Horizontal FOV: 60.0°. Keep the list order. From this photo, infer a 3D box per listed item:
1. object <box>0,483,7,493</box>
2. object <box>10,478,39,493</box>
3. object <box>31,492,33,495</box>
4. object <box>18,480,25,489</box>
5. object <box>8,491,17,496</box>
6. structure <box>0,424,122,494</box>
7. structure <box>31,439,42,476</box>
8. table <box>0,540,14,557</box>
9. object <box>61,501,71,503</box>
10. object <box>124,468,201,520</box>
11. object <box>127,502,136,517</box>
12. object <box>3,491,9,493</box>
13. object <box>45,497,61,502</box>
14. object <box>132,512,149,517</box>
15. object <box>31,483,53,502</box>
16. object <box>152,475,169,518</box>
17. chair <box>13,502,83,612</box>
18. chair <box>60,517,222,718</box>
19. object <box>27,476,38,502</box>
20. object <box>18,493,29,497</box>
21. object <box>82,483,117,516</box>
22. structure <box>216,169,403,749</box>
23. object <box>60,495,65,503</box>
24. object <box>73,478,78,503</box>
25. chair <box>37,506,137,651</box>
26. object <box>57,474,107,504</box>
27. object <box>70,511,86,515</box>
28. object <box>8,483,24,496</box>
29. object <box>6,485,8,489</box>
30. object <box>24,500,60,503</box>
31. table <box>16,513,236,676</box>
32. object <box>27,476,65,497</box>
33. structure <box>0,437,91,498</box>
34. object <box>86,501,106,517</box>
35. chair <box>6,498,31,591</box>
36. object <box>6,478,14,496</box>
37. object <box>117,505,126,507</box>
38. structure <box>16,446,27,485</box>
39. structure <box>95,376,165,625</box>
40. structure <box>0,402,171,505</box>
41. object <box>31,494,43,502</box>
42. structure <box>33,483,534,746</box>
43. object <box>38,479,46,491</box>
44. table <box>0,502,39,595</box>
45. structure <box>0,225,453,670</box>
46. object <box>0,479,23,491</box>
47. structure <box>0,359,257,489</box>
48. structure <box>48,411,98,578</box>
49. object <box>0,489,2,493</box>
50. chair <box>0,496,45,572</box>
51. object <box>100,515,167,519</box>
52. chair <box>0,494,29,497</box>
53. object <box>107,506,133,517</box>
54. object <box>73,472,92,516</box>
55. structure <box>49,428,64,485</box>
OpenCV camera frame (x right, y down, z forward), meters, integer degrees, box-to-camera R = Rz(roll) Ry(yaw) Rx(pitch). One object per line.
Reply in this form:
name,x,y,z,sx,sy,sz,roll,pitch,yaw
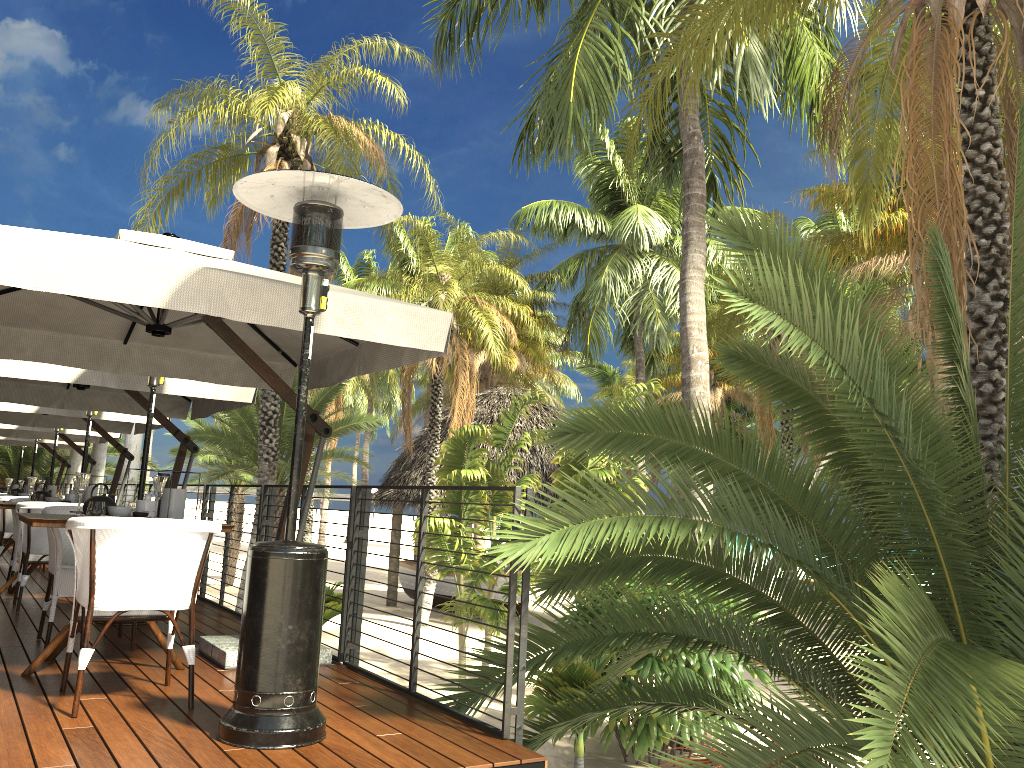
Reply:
object,-7.551,1.552,13.114,0.163,0.179,0.167,8,-10,-30
object,-7.293,1.546,13.276,0.263,0.265,0.263,1,-9,13
object,-5.689,1.325,10.551,0.086,0.086,0.086,7,-10,-27
object,-7.222,1.530,13.030,0.082,0.227,0.082,8,-11,-31
object,-5.675,1.257,10.071,0.086,0.086,0.086,7,-10,-27
structure,-7.386,1.258,13.290,2.410,2.340,2.409,8,-10,-31
structure,-7.995,1.505,14.777,0.698,2.199,0.698,12,-13,-43
table,-5.665,1.707,10.251,0.930,0.751,0.930,8,-10,-31
object,-3.705,0.990,7.358,0.080,0.042,0.080,10,-11,-40
object,-1.873,0.597,4.754,0.263,0.265,0.263,1,-9,13
object,-2.066,0.691,4.855,0.086,0.086,0.086,7,-10,-27
object,-7.388,1.597,12.967,0.116,0.065,0.116,8,-10,-33
object,-3.788,0.967,7.307,0.116,0.065,0.116,7,-9,-27
object,-1.885,0.672,4.497,0.080,0.042,0.080,10,-11,-40
object,-3.947,0.922,7.453,0.167,0.179,0.163,9,-10,-33
object,-1.802,0.580,4.509,0.082,0.227,0.082,8,-11,-31
chair,-3.454,1.294,6.724,0.627,0.790,0.615,8,-10,-30
chair,-1.638,0.976,3.870,0.627,0.790,0.615,8,-10,-30
object,-4.127,0.907,7.604,0.082,0.227,0.082,8,-11,-31
object,-5.591,1.283,10.141,0.116,0.065,0.116,8,-10,-33
object,-2.127,0.603,4.592,0.167,0.179,0.163,9,-10,-33
structure,-0.860,0.256,3.559,0.698,2.199,0.698,12,-13,-43
object,-3.886,1.010,7.716,0.086,0.086,0.086,7,-10,-27
object,-3.622,0.899,7.369,0.082,0.227,0.082,8,-11,-31
chair,-2.472,1.129,5.226,0.627,0.790,0.615,8,-10,-30
object,-3.693,0.916,7.615,0.263,0.265,0.263,1,-9,13
object,-2.273,0.716,4.883,0.294,0.025,0.170,8,-10,-31
object,-5.753,1.237,10.288,0.163,0.179,0.167,8,-10,-30
object,-9.043,1.849,15.894,0.082,0.227,0.082,8,-11,-31
object,-4.093,1.035,7.743,0.294,0.025,0.170,8,-10,-31
table,-2.052,1.074,4.571,0.930,0.751,0.930,8,-10,-31
object,-5.496,1.231,10.450,0.263,0.265,0.263,1,-9,13
structure,-9.187,1.573,16.123,2.410,2.340,2.409,8,-10,-31
object,-2.052,0.623,4.376,0.086,0.086,0.086,7,-10,-27
chair,-4.262,1.442,8.040,0.627,0.790,0.615,8,-10,-30
object,-5.930,1.223,10.438,0.082,0.227,0.082,11,-12,-42
object,-2.148,0.687,4.779,0.116,0.065,0.116,7,-9,-27
structure,-9.781,1.818,17.584,0.698,2.199,0.698,12,-13,-43
structure,-2.624,0.565,6.332,0.698,2.199,0.698,12,-13,-43
structure,-5.585,0.942,10.458,2.410,2.340,2.409,8,-10,-31
object,-3.872,0.942,7.237,0.086,0.086,0.086,7,-10,-27
structure,-7.010,2.218,14.566,0.163,1.157,26.223,9,-10,-31
object,-5.425,1.215,10.204,0.082,0.227,0.082,8,-11,-31
table,-3.858,1.391,7.411,0.930,0.751,0.930,8,-10,-31
structure,-1.982,0.311,4.793,2.410,2.340,2.409,8,-10,-31
object,-9.115,1.865,16.139,0.263,0.265,0.263,1,-9,13
structure,-3.783,0.627,7.626,2.410,2.340,2.409,8,-10,-31
structure,-4.437,0.882,9.182,0.698,2.199,0.698,12,-13,-43
object,-7.472,1.572,12.897,0.086,0.086,0.086,7,-10,-27
chair,-5.284,1.615,9.602,0.627,0.790,0.615,8,-10,-30
object,-1.845,0.659,4.336,0.294,0.025,0.170,8,-10,-31
chair,-6.123,1.768,10.967,0.627,0.790,0.615,8,-10,-30
object,-1.968,0.648,4.446,0.116,0.065,0.116,7,-9,-27
object,-2.307,0.589,4.743,0.082,0.227,0.082,8,-11,-31
structure,-6.213,1.193,11.975,0.698,2.199,0.698,12,-13,-43
